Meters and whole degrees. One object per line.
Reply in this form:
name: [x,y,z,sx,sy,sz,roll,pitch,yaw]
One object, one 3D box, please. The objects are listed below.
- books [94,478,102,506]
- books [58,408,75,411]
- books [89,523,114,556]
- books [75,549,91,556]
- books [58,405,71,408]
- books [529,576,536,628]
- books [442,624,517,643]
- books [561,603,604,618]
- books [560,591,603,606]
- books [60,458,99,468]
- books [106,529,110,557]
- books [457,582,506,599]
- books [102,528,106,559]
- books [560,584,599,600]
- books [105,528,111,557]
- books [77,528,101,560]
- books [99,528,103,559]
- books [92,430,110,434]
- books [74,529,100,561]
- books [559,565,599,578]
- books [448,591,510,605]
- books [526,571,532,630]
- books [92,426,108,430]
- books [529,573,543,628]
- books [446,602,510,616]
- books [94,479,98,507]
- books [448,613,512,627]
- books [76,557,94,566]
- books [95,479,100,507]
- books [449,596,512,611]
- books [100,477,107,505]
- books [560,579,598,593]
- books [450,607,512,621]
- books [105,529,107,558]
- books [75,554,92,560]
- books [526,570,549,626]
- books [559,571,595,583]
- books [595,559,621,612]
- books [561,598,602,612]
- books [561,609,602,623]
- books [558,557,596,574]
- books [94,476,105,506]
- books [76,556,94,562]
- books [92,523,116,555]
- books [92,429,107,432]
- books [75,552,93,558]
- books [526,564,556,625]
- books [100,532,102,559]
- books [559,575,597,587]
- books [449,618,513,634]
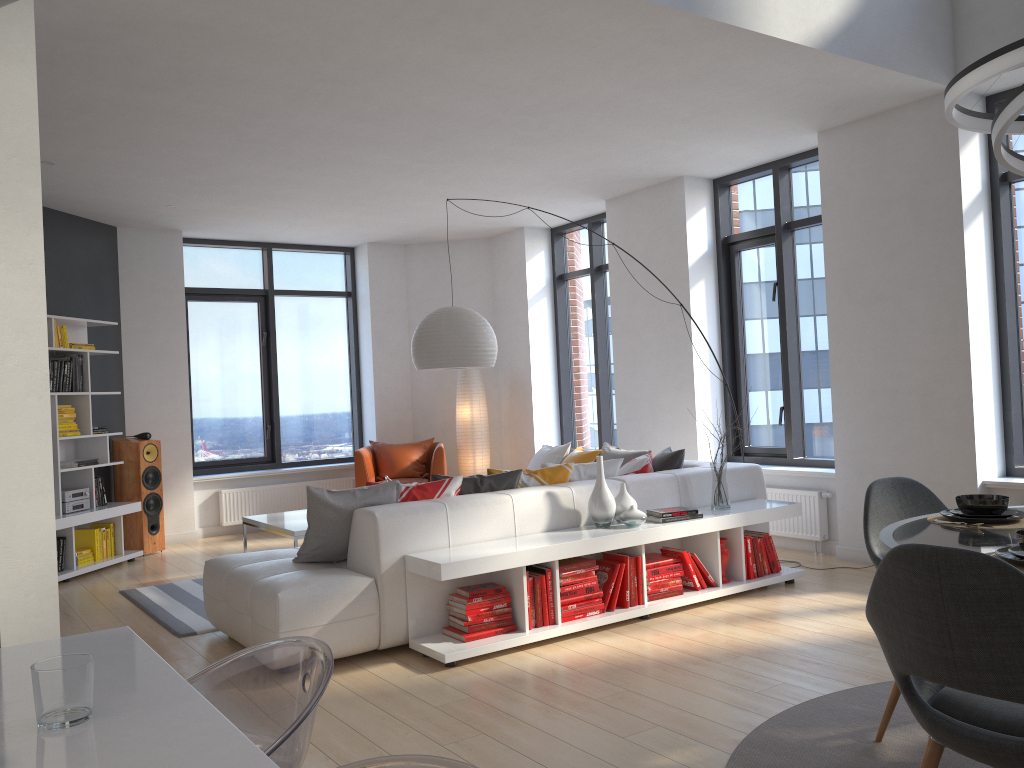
books: [-3.513,0.903,7.395,0.169,0.242,0.050,-3,-1,10]
books: [-3.658,0.208,7.116,0.163,0.023,0.223,-3,-1,15]
books: [-3.431,1.305,7.422,0.204,0.270,0.029,-3,-1,11]
books: [-3.489,1.351,7.099,0.138,0.026,0.186,-3,-1,11]
books: [-3.684,0.186,7.111,0.163,0.023,0.223,-3,-1,15]
books: [0.051,1.110,4.558,0.031,0.255,0.181,-2,-1,-34]
books: [-0.164,1.232,4.451,0.301,0.032,0.227,-2,-1,-34]
books: [0.322,1.185,4.704,0.282,0.030,0.188,-2,-1,-33]
books: [0.298,1.131,4.739,0.301,0.032,0.227,-2,-1,-34]
books: [-3.589,0.650,7.268,0.250,0.047,0.310,-3,-1,6]
books: [-3.431,1.322,7.366,0.172,0.234,0.024,-3,-1,11]
books: [-0.156,1.038,4.466,0.206,0.029,0.152,-2,-1,-28]
books: [-3.443,1.314,7.314,0.185,0.250,0.035,-3,-1,11]
books: [0.291,1.096,4.736,0.279,0.039,0.206,-2,-1,-33]
books: [-3.430,1.323,7.392,0.172,0.234,0.024,-3,-1,11]
books: [-3.460,1.310,7.249,0.199,0.263,0.015,-3,-1,11]
books: [-3.450,1.314,7.288,0.180,0.251,0.019,-3,-1,11]
books: [-3.520,0.410,7.451,0.161,0.023,0.213,-3,-1,14]
books: [-3.464,1.312,7.219,0.198,0.255,0.044,-3,-1,11]
books: [0.303,0.988,4.726,0.266,0.026,0.187,-2,-1,-40]
books: [-0.166,1.065,4.469,0.254,0.025,0.178,-2,-1,-35]
books: [0.023,1.094,4.537,0.036,0.294,0.208,-2,-1,-34]
books: [-3.539,0.372,7.456,0.161,0.023,0.213,-3,-1,14]
books: [0.078,1.109,4.578,0.034,0.259,0.207,-2,-1,-34]
books: [-0.172,1.119,4.479,0.261,0.028,0.191,-2,-1,-34]
books: [-3.536,0.907,7.352,0.189,0.240,0.053,-3,-1,11]
books: [-0.161,1.169,4.455,0.266,0.026,0.187,-2,-1,-29]
books: [-3.473,1.422,7.098,0.147,0.033,0.190,-3,-1,11]
books: [-3.525,0.907,7.375,0.170,0.236,0.049,-3,-1,11]
books: [-0.161,1.091,4.467,0.269,0.028,0.179,-2,-1,-33]
books: [-3.506,0.904,7.454,0.177,0.242,0.066,-3,-1,10]
books: [0.297,1.063,4.722,0.261,0.027,0.191,-2,-1,-38]
books: [-0.158,1.143,4.467,0.257,0.025,0.182,-2,-1,-34]
books: [-3.439,1.320,7.343,0.169,0.239,0.023,-3,-1,11]
books: [-3.460,1.385,7.091,0.113,0.018,0.169,-3,-1,12]
books: [0.116,1.106,4.591,0.042,0.259,0.195,-2,-1,-34]
books: [0.284,1.015,4.720,0.257,0.025,0.182,-2,-1,-34]
books: [0.484,1.097,4.831,0.144,0.247,0.188,-2,-1,-34]
books: [0.317,1.158,4.706,0.266,0.026,0.187,-2,-1,-35]
books: [0.311,1.214,4.716,0.274,0.029,0.200,-2,-1,-34]
books: [0.282,0.960,4.723,0.259,0.034,0.206,-2,-1,-37]
books: [-3.519,0.899,7.426,0.193,0.255,0.066,-3,-1,10]
books: [-3.478,1.400,7.100,0.148,0.011,0.196,-3,-1,11]
books: [-3.435,1.306,7.450,0.213,0.270,0.025,-3,-1,11]
books: [-3.524,0.391,7.450,0.142,0.015,0.198,-3,-1,9]
books: [-3.475,1.370,7.100,0.134,0.014,0.187,-3,-1,11]
books: [0.140,1.090,4.615,0.049,0.291,0.214,-2,-1,-34]
books: [-3.435,1.326,7.263,0.156,0.229,0.024,-3,-1,10]
books: [0.306,1.037,4.724,0.236,0.023,0.178,-2,-1,-34]
books: [-0.157,1.198,4.467,0.259,0.034,0.206,-2,-1,-31]
